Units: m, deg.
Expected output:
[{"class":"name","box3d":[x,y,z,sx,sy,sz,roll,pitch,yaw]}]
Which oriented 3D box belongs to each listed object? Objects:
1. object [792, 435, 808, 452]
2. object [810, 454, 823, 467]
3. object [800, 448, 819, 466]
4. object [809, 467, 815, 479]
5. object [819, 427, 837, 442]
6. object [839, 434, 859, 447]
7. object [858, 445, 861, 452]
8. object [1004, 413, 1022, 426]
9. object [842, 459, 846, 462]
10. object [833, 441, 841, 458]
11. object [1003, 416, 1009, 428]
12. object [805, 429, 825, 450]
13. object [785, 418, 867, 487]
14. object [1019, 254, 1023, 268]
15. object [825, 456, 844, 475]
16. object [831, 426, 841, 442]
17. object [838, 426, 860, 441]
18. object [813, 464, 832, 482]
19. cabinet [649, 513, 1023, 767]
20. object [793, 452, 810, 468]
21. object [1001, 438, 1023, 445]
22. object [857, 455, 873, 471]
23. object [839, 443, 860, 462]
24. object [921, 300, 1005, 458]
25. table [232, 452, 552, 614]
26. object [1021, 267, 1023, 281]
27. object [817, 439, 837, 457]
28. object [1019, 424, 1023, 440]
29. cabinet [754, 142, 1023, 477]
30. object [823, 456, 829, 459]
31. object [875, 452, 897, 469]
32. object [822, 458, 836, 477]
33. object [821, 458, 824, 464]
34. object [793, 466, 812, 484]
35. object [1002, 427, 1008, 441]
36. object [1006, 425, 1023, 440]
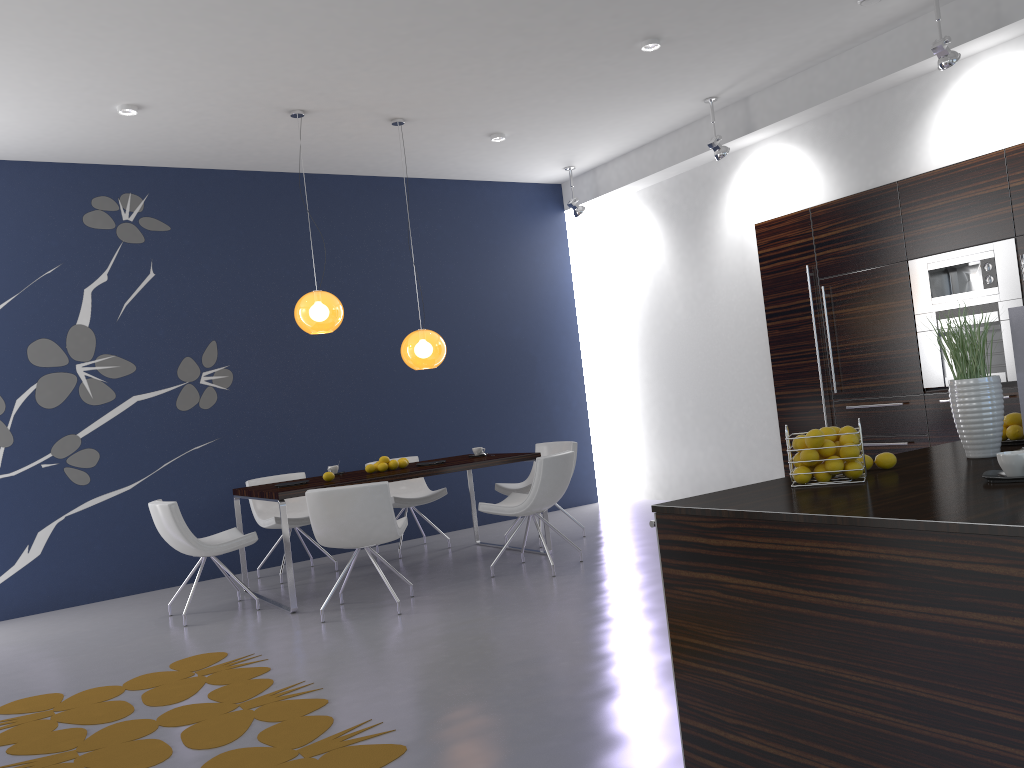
[{"class":"object","box3d":[0.852,0.175,2.605,0.051,0.053,0.063,-6,-1,-19]},{"class":"object","box3d":[0.885,0.219,2.606,0.051,0.053,0.062,-6,-1,-24]},{"class":"object","box3d":[0.856,0.210,2.551,0.053,0.054,0.061,-7,-1,14]},{"class":"object","box3d":[0.873,0.260,2.634,0.051,0.053,0.063,-6,-1,-24]},{"class":"object","box3d":[0.920,0.152,2.596,0.051,0.053,0.063,-6,-1,-31]},{"class":"object","box3d":[0.970,0.165,2.550,0.053,0.051,0.063,-7,-1,13]},{"class":"object","box3d":[1.001,0.190,2.626,0.063,0.051,0.053,-7,-1,26]},{"class":"object","box3d":[1.697,0.121,2.995,0.063,0.048,0.053,-7,-1,24]},{"class":"object","box3d":[0.988,0.239,2.632,0.060,0.057,0.052,-6,-1,-31]},{"class":"object","box3d":[0.957,0.193,2.588,0.064,0.053,0.051,-6,-1,-30]},{"class":"object","box3d":[1.704,0.132,3.047,0.061,0.047,0.053,-6,-1,-29]},{"class":"object","box3d":[0.867,0.159,2.541,0.050,0.060,0.059,-6,-1,-33]},{"class":"object","box3d":[0.916,0.196,2.590,0.207,0.174,0.189,-7,-1,23]},{"class":"object","box3d":[1.596,-0.340,2.706,0.072,0.119,0.071,-7,-1,8]},{"class":"object","box3d":[0.917,0.231,2.522,0.052,0.053,0.062,-7,-1,5]},{"class":"object","box3d":[0.958,0.152,2.642,0.063,0.051,0.053,-7,-1,15]},{"class":"object","box3d":[0.988,0.152,2.599,0.052,0.060,0.057,-5,-2,-44]},{"class":"object","box3d":[0.896,0.258,2.557,0.050,0.055,0.061,-7,-1,13]},{"class":"cabinet","box3d":[2.165,0.577,2.840,3.285,0.852,1.377,-6,-1,-32]},{"class":"object","box3d":[0.855,0.226,2.609,0.051,0.055,0.061,-7,-1,37]},{"class":"object","box3d":[1.716,0.192,3.043,0.232,0.020,0.232,-6,-1,-24]},{"class":"object","box3d":[1.081,0.242,2.729,0.063,0.051,0.053,-6,-1,-28]},{"class":"object","box3d":[0.956,0.195,2.510,0.053,0.055,0.060,-7,-1,11]},{"class":"object","box3d":[1.410,-0.022,2.766,0.247,0.502,0.269,-7,-1,11]},{"class":"table","box3d":[-0.892,1.043,6.706,2.046,0.783,1.127,-6,-1,-32]},{"class":"object","box3d":[1.601,-0.301,2.705,0.072,0.119,0.071,-7,-1,8]},{"class":"object","box3d":[0.906,0.185,2.556,0.055,0.051,0.061,-6,-1,-38]},{"class":"object","box3d":[1.724,0.164,3.007,0.057,0.060,0.071,-6,-1,-31]},{"class":"cabinet","box3d":[3.462,-0.328,6.394,0.669,2.500,3.600,-6,-1,-32]},{"class":"object","box3d":[0.942,0.199,2.642,0.052,0.053,0.062,-7,-1,30]},{"class":"object","box3d":[1.141,0.235,2.710,0.063,0.051,0.053,-7,-1,26]},{"class":"object","box3d":[0.933,0.245,2.602,0.057,0.060,0.052,-6,-1,-27]},{"class":"object","box3d":[0.929,0.252,2.645,0.064,0.063,0.074,-6,-1,-12]},{"class":"object","box3d":[0.837,0.262,2.555,0.053,0.052,0.062,-7,-1,7]},{"class":"object","box3d":[1.669,0.170,3.026,0.052,0.054,0.061,-7,-1,35]},{"class":"object","box3d":[1.685,0.163,2.971,0.051,0.053,0.063,-7,-1,8]}]
